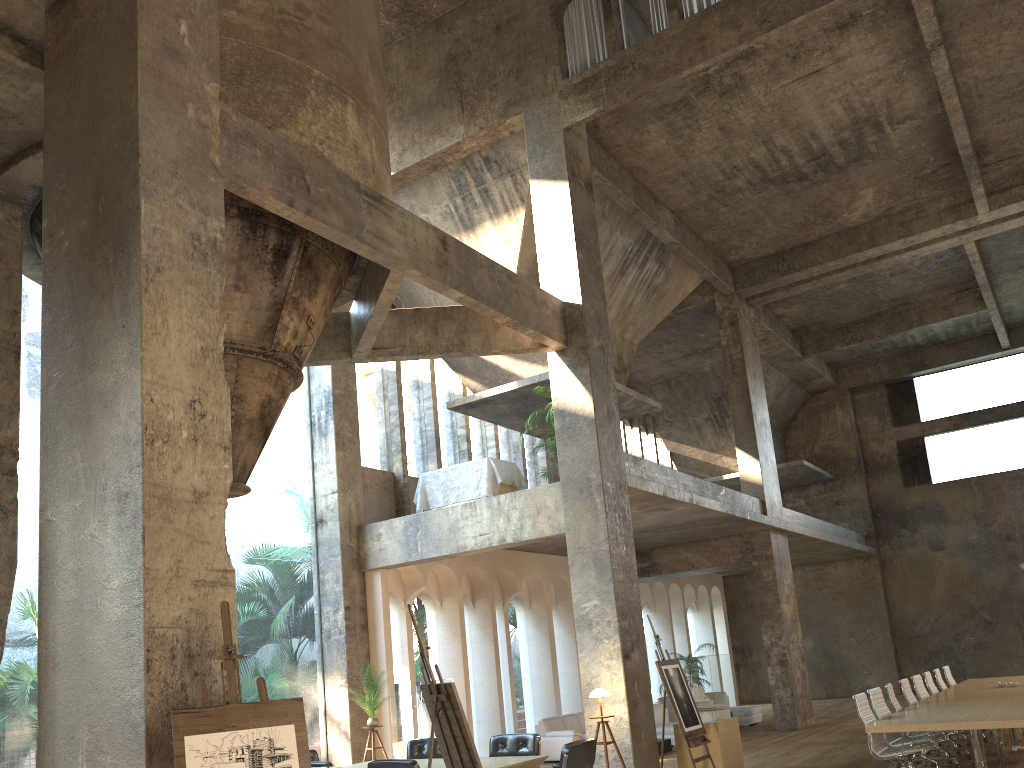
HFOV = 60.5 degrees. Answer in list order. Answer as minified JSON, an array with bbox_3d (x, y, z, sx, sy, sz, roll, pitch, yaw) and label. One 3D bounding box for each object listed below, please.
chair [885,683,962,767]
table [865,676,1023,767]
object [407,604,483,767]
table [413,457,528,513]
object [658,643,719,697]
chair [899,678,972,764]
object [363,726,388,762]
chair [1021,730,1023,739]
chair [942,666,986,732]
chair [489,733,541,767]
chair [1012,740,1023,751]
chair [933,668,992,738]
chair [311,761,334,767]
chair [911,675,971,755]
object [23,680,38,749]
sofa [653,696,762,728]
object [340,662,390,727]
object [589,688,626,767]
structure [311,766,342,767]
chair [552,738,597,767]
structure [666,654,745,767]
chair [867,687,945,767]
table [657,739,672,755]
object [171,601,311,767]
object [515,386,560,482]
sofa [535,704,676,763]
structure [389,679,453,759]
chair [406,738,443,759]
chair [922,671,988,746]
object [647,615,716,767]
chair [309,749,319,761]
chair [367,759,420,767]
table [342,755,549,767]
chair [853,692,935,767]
[{"bbox_3d":[4.811,4.027,10.341,0.709,0.997,0.675,-14,-16,31],"label":"chair"},{"bbox_3d":[6.189,4.261,11.037,1.624,0.737,7.836,-15,-21,30],"label":"table"},{"bbox_3d":[-0.442,2.617,6.222,0.685,2.087,0.720,0,-13,-25],"label":"object"},{"bbox_3d":[-0.676,1.725,14.046,1.776,0.779,1.133,-16,-19,31],"label":"table"},{"bbox_3d":[4.252,7.093,20.838,1.426,1.762,1.372,-16,-17,37],"label":"object"},{"bbox_3d":[5.334,4.229,11.108,0.711,0.997,0.673,-16,-17,37],"label":"chair"},{"bbox_3d":[-1.970,5.395,12.556,0.658,0.945,0.587,-5,-13,-3],"label":"object"},{"bbox_3d":[5.540,3.503,8.941,0.710,0.997,0.674,-15,-16,35],"label":"chair"},{"bbox_3d":[7.359,5.027,14.116,0.711,0.997,0.673,-16,-17,37],"label":"chair"},{"bbox_3d":[-0.091,4.243,9.427,0.737,0.867,0.837,-12,-16,25],"label":"chair"},{"bbox_3d":[2.699,4.024,9.723,13.141,1.003,32.003,-16,-21,30],"label":"chair"},{"bbox_3d":[6.831,4.820,13.335,0.710,0.997,0.674,-15,-16,35],"label":"chair"},{"bbox_3d":[-1.752,4.172,8.746,0.740,0.867,0.834,-14,-17,32],"label":"chair"},{"bbox_3d":[5.825,4.421,11.833,0.712,0.997,0.672,-17,-17,40],"label":"chair"},{"bbox_3d":[-4.232,3.196,8.156,0.872,0.914,0.697,-15,-17,34],"label":"object"},{"bbox_3d":[4.260,7.104,19.145,2.098,0.701,1.088,-16,-19,31],"label":"sofa"},{"bbox_3d":[-2.108,4.506,12.761,0.694,0.913,0.877,-11,-15,22],"label":"object"},{"bbox_3d":[1.007,4.230,10.299,0.578,1.261,0.668,-13,-15,32],"label":"object"},{"bbox_3d":[-1.694,3.251,6.133,0.754,0.986,0.746,-14,-16,32],"label":"structure"},{"bbox_3d":[0.373,3.820,8.261,0.831,0.868,0.743,-13,-16,28],"label":"chair"},{"bbox_3d":[2.498,4.302,11.356,0.602,1.504,0.754,-13,-15,32],"label":"structure"},{"bbox_3d":[4.343,3.837,9.630,0.712,0.997,0.672,-17,-17,40],"label":"chair"},{"bbox_3d":[2.094,6.144,14.782,0.802,0.197,1.128,-16,-21,31],"label":"table"},{"bbox_3d":[-1.404,2.177,4.607,0.703,2.087,0.702,2,-14,-31],"label":"object"},{"bbox_3d":[0.844,0.739,13.026,1.426,1.759,1.372,-16,-17,37],"label":"object"},{"bbox_3d":[1.926,6.183,15.677,2.095,0.701,2.975,-16,-21,31],"label":"sofa"},{"bbox_3d":[-1.256,5.081,12.693,0.602,1.504,0.754,-13,-15,32],"label":"structure"},{"bbox_3d":[-0.944,4.488,9.941,0.731,0.867,0.844,-7,-15,6],"label":"chair"},{"bbox_3d":[6.323,4.618,12.576,0.711,0.997,0.673,-16,-17,37],"label":"chair"},{"bbox_3d":[1.996,3.843,10.659,0.693,2.087,0.711,-12,-14,31],"label":"object"},{"bbox_3d":[-2.136,4.583,9.898,0.830,0.868,0.743,-13,-16,26],"label":"chair"},{"bbox_3d":[-0.830,3.893,8.149,0.743,0.867,0.831,-16,-18,38],"label":"chair"},{"bbox_3d":[-0.897,4.300,9.083,2.446,0.680,1.122,-16,-19,31],"label":"table"},{"bbox_3d":[3.892,3.639,8.898,0.711,0.997,0.673,-16,-17,37],"label":"chair"}]
